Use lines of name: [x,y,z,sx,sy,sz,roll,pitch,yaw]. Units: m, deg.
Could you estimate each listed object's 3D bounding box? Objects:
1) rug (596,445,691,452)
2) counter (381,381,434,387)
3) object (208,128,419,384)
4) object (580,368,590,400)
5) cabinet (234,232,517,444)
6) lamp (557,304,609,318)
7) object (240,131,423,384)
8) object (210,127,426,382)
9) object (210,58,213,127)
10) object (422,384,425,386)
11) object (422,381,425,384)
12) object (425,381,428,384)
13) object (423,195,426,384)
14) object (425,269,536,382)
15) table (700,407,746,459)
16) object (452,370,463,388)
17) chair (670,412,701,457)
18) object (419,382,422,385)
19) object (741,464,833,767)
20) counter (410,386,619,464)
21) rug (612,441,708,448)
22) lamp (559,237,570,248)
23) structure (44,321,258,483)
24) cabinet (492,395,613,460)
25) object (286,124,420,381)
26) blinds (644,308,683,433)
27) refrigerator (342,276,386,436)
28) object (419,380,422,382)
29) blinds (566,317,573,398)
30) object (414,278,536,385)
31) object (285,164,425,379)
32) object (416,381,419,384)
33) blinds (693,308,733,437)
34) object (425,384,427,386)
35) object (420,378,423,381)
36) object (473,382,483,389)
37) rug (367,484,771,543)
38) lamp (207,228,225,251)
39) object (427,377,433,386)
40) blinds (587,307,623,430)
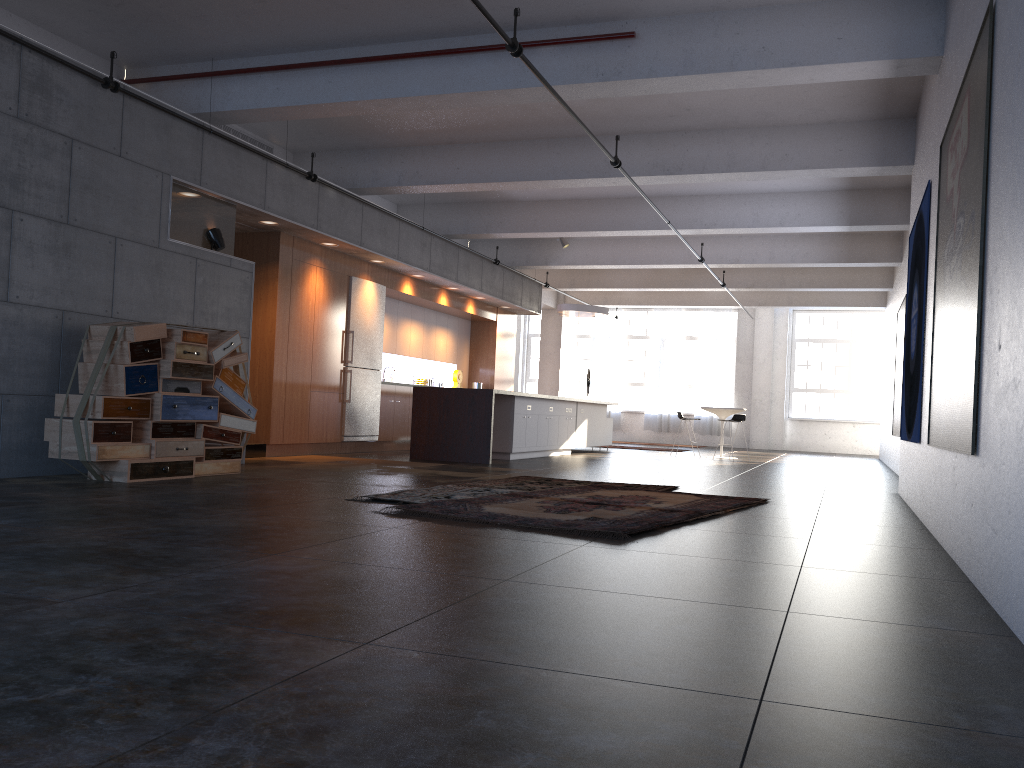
rug: [2.493,1.416,19.904,2.846,0.029,1.880,2,-2,19]
counter: [-1.901,0.054,15.406,1.585,0.039,4.522,2,-2,20]
object: [-1.601,-0.019,15.317,0.052,0.053,0.061,3,-1,-27]
object: [1.841,0.547,23.053,1.164,1.919,1.070,2,-1,20]
cabinet: [-2.501,-0.410,14.824,2.347,2.561,8.219,2,-2,20]
lamp: [1.278,-1.431,17.356,1.024,0.130,1.062,3,-2,-24]
object: [-2.600,-1.527,12.556,0.057,2.866,6.042,2,-2,22]
object: [-2.198,-1.257,11.930,0.053,2.168,6.930,3,-2,13]
object: [-1.626,-0.067,15.314,0.052,0.053,0.062,3,-1,-22]
object: [-0.555,-1.029,16.385,0.056,2.309,2.980,2,-1,39]
object: [-1.400,-1.151,14.070,0.053,2.227,2.405,3,-1,-3]
object: [-4.771,-1.419,10.385,0.061,2.209,12.054,2,-2,34]
object: [-1.525,-0.033,15.305,0.065,0.053,0.050,4,-1,-33]
object: [-1.488,-0.069,15.318,0.056,0.060,0.054,2,-2,43]
table: [3.991,0.930,16.811,0.817,0.951,0.840,2,-1,20]
object: [-1.011,-0.073,16.525,0.098,0.381,0.278,2,-1,20]
chair: [3.288,0.983,16.701,0.506,0.895,0.462,3,-1,-3]
object: [-1.569,-0.003,15.235,0.052,0.053,0.062,3,-1,2]
object: [-1.608,1.141,12.092,19.478,0.001,27.581,2,-2,20]
counter: [0.385,0.688,14.672,1.126,0.971,6.748,2,-2,21]
rug: [3.517,1.587,23.510,3.089,0.009,1.839,2,-2,18]
lamp: [0.921,-2.569,15.814,0.221,0.287,0.132,3,-1,3]
structure: [-2.932,0.134,7.579,0.629,1.315,1.940,2,-1,20]
cabinet: [0.611,0.746,15.248,0.909,0.930,5.727,2,-2,21]
object: [-1.607,-0.082,15.250,0.051,0.059,0.058,4,-1,-36]
blinds: [4.245,-0.501,24.415,1.024,3.696,0.343,2,-1,16]
refrigerator: [-2.144,-0.365,12.584,0.217,2.190,0.968,2,-1,18]
object: [-2.011,-1.228,12.518,0.056,2.189,5.677,3,-2,10]
blinds: [1.265,-0.598,25.457,1.012,3.712,0.319,2,-1,18]
object: [-5.290,0.136,9.811,0.931,1.214,13.440,2,-2,31]
object: [-1.520,-0.073,15.358,0.062,0.051,0.053,2,-1,12]
object: [-1.626,-0.033,15.259,0.053,0.054,0.062,2,-1,11]
blinds: [5.527,-0.461,23.990,1.016,3.750,0.346,2,-1,17]
object: [-1.505,0.023,15.293,0.061,0.053,0.054,3,-1,7]
object: [-2.758,-1.344,10.514,0.058,2.164,10.007,3,-2,15]
object: [-0.666,0.061,17.084,0.193,0.170,0.188,3,-1,-22]
rug: [0.674,0.901,6.630,1.842,0.048,3.588,2,-2,29]
lamp: [-3.001,-1.445,8.934,0.212,0.258,0.171,3,-1,1]
object: [-1.485,-0.032,16.008,0.059,0.209,0.146,2,-1,20]
blinds: [2.659,-0.547,24.957,1.019,3.674,0.366,2,-1,18]
